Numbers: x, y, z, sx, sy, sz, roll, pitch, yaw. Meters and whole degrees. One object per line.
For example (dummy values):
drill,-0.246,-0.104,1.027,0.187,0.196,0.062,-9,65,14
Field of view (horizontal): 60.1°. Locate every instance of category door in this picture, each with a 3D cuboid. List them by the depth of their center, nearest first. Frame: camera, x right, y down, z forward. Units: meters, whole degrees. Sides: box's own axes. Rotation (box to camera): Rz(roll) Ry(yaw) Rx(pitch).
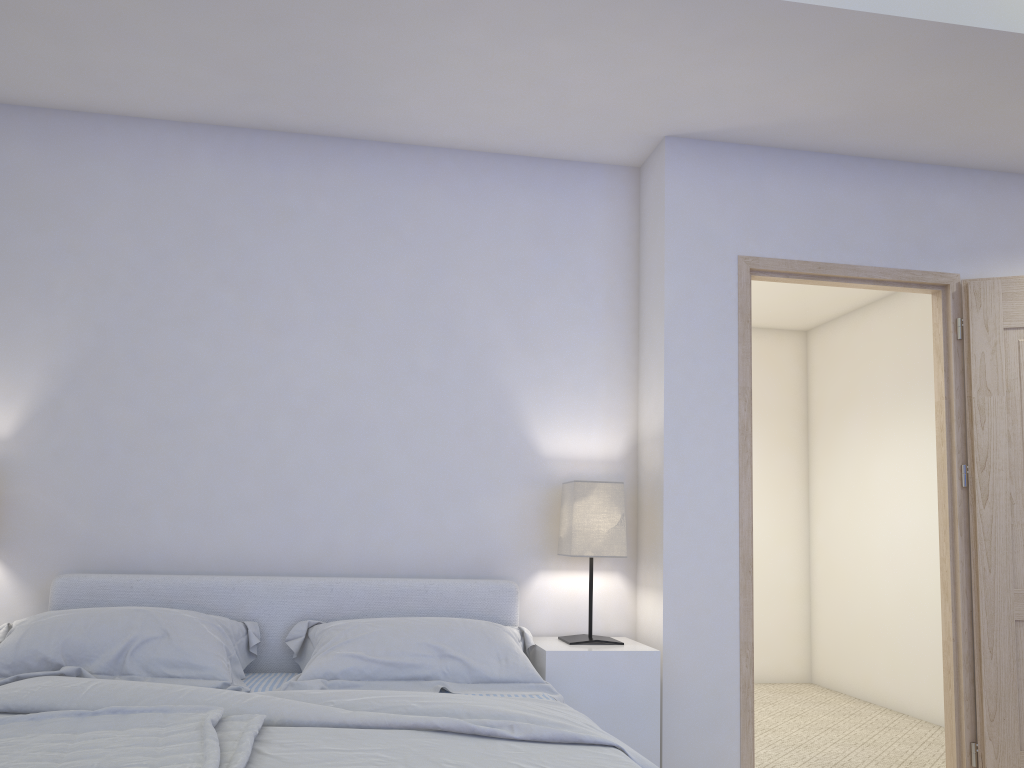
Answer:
door,1.714,0.559,3.319,1.783,2.043,0.363,0,-7,7

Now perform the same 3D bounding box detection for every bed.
bed,-0.578,0.943,2.213,1.969,0.809,2.033,3,-9,-11

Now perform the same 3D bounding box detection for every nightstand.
nightstand,-0.789,1.172,2.965,2.550,0.596,0.403,3,-8,-10

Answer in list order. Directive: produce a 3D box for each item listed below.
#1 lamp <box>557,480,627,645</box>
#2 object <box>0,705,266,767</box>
lamp,0.293,0.654,3.267,0.210,0.579,0.211,3,-7,-10
object,-0.935,0.880,1.600,0.913,0.463,0.723,4,-9,-14
